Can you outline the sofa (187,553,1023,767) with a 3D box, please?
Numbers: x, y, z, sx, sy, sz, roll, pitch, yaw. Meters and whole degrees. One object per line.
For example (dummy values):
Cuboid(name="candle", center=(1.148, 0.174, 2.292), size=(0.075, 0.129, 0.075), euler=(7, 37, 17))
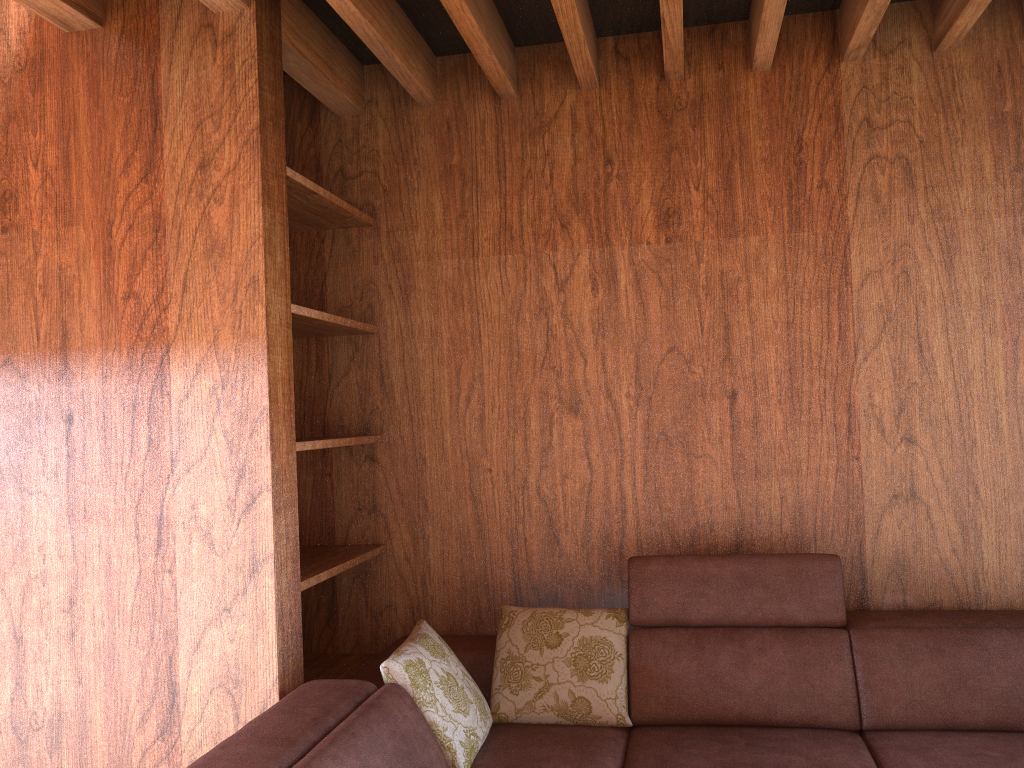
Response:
Cuboid(name="sofa", center=(0.679, 0.873, 1.998), size=(2.497, 0.760, 1.705), euler=(-3, -2, 11))
